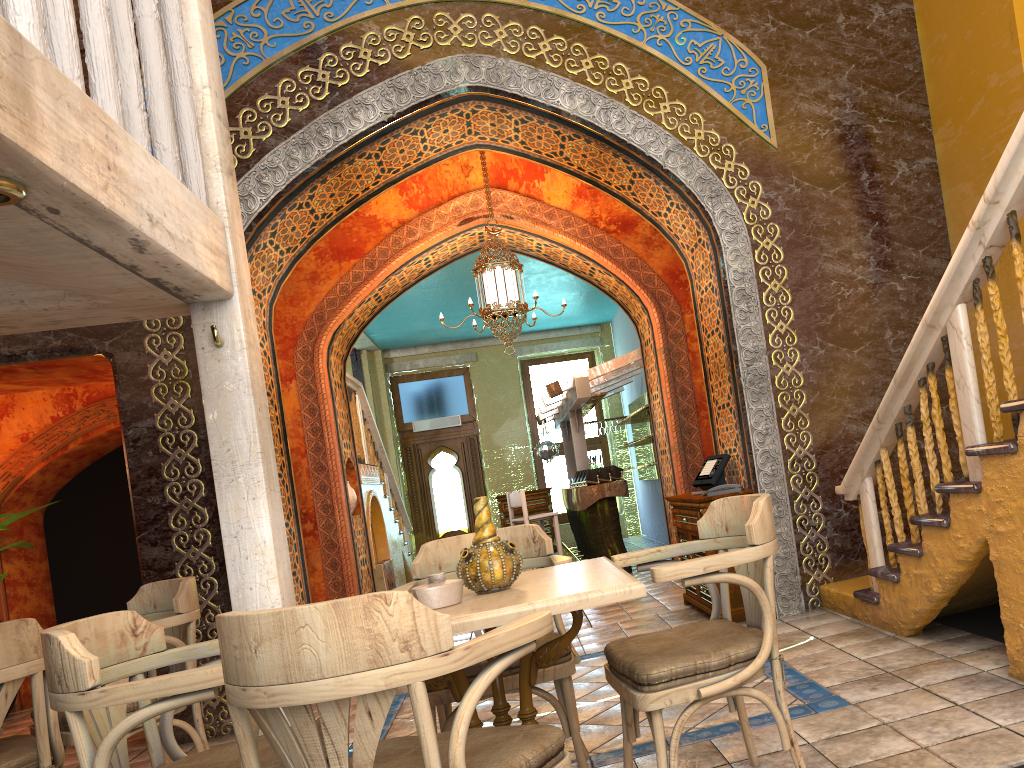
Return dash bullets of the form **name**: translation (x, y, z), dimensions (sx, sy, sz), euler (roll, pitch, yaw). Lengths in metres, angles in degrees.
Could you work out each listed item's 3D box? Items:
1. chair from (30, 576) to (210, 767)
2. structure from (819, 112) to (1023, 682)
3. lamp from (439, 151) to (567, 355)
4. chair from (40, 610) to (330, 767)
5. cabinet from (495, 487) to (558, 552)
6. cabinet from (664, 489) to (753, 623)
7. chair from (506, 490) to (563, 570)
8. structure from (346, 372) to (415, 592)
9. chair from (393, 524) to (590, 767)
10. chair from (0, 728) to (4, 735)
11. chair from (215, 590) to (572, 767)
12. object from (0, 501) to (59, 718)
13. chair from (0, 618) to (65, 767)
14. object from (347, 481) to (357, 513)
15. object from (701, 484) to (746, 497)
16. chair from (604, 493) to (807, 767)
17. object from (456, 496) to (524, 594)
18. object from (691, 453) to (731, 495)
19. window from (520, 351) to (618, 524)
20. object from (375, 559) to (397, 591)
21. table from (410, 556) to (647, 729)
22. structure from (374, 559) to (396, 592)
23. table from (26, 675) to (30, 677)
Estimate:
- **chair**: translation (-1.914, 1.622, 4.270), dimensions (0.696, 1.178, 0.775), euler (-11, -3, 42)
- **structure**: translation (3.192, -0.136, 4.575), dimensions (1.898, 3.133, 6.284), euler (-9, -6, -2)
- **lamp**: translation (-0.187, -1.463, 8.679), dimensions (1.343, 2.365, 1.081), euler (-9, -2, -8)
- **chair**: translation (-0.913, 1.248, 2.590), dimensions (0.740, 1.178, 0.736), euler (-9, -3, -13)
- **cabinet**: translation (0.320, 2.766, 16.775), dimensions (1.166, 1.303, 0.589), euler (-9, -2, -11)
- **cabinet**: translation (1.786, 1.484, 7.498), dimensions (0.509, 1.051, 1.452), euler (-9, -5, -2)
- **chair**: translation (0.342, 2.084, 11.644), dimensions (0.548, 1.336, 0.454), euler (-8, -2, -33)
- **structure**: translation (-2.678, 1.850, 12.760), dimensions (1.856, 3.134, 5.713), euler (-9, -6, -2)
- **chair**: translation (-0.069, 1.265, 3.846), dimensions (0.816, 1.179, 0.668), euler (-9, -2, -9)
- **chair**: translation (-2.998, 1.791, 4.189), dimensions (0.870, 1.178, 0.620), euler (-7, -3, -43)
- **chair**: translation (-0.271, 1.094, 2.201), dimensions (0.728, 1.178, 0.746), euler (-10, -3, 21)
- **object**: translation (-5.028, 1.981, 8.033), dimensions (1.119, 2.422, 1.289), euler (-10, -2, 18)
- **chair**: translation (-2.105, 1.516, 3.167), dimensions (0.621, 1.178, 0.868), euler (-11, -3, 42)
- **object**: translation (-1.885, 1.295, 9.593), dimensions (0.245, 0.384, 0.259), euler (-10, -3, 10)
- **object**: translation (1.737, 0.869, 6.976), dimensions (0.394, 0.086, 0.333), euler (-10, -7, 7)
- **chair**: translation (0.737, 1.063, 3.290), dimensions (0.740, 1.178, 0.736), euler (-9, -3, -13)
- **object**: translation (-0.089, 0.566, 3.018), dimensions (0.234, 0.335, 0.230), euler (-9, -3, 1)
- **object**: translation (1.731, 0.788, 7.425), dimensions (0.270, 0.317, 0.429), euler (-8, -5, -15)
- **window**: translation (1.180, 1.100, 17.480), dimensions (1.606, 3.419, 0.084), euler (-9, -1, -13)
- **object**: translation (-1.608, 2.539, 10.879), dimensions (0.156, 0.554, 0.858), euler (-9, -5, -2)
- **table**: translation (-0.053, 1.238, 3.004), dimensions (1.098, 1.002, 1.017), euler (-9, -4, -8)
- **structure**: translation (-1.604, 2.628, 10.891), dimensions (0.112, 0.687, 0.984), euler (-9, -5, -1)
- **table**: translation (-2.540, 1.758, 3.658), dimensions (1.112, 0.947, 0.888), euler (-5, -5, -42)
